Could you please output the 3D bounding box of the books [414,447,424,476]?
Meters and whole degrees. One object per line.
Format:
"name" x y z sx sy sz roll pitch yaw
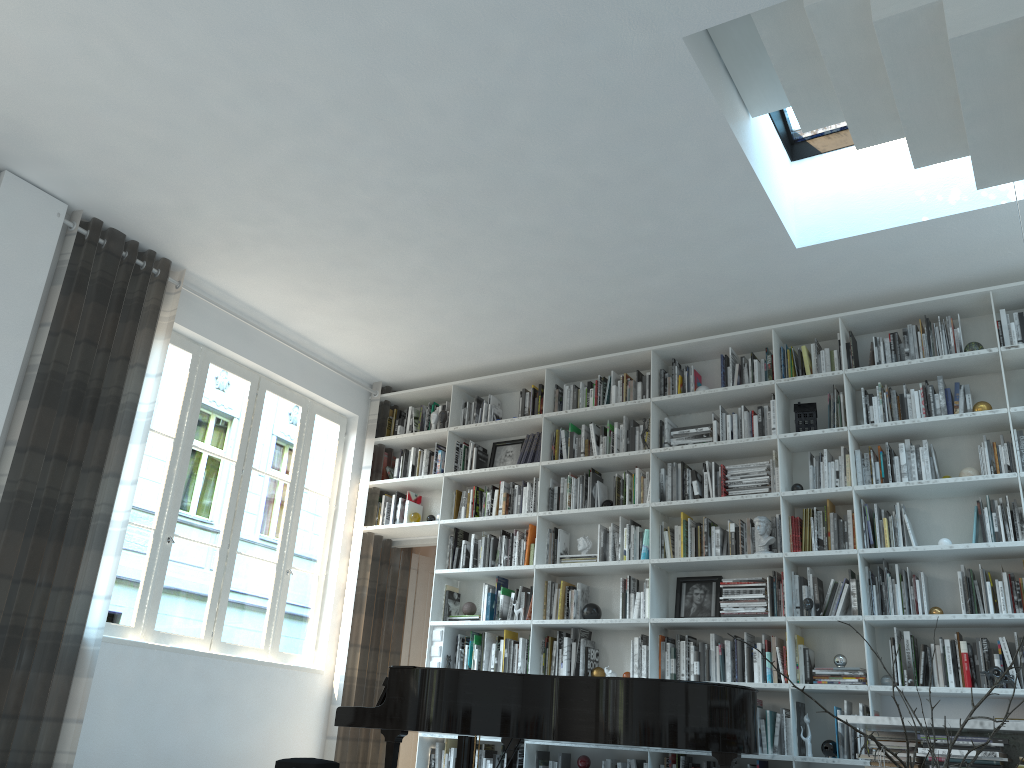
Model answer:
"books" -0.725 0.672 7.137 0.037 0.290 0.156 -9 -25 30

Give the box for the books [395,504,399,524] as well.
"books" -0.859 1.071 7.039 0.024 0.192 0.181 -9 -25 30

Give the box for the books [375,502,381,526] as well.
"books" -1.034 1.084 7.147 0.013 0.227 0.179 -9 -25 30

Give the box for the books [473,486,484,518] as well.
"books" -0.239 0.925 6.690 0.011 0.276 0.164 -9 -25 30

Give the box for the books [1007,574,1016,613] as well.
"books" 2.668 1.141 4.727 0.016 0.230 0.138 -9 -25 30

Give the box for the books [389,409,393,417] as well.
"books" -1.006 0.376 7.451 0.012 0.306 0.181 -9 -25 30

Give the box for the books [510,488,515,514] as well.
"books" 0.038 0.902 6.527 0.013 0.231 0.172 -9 -25 30

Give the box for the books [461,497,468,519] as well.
"books" -0.323 0.975 6.718 0.026 0.194 0.176 -9 -25 30

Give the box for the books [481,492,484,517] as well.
"books" -0.180 0.946 6.669 0.012 0.229 0.150 -9 -25 30

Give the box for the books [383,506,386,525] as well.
"books" -0.971 1.091 7.113 0.029 0.196 0.161 -9 -25 30

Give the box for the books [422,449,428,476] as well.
"books" -0.655 0.669 7.079 0.025 0.260 0.167 -9 -25 30

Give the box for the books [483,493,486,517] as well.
"books" -0.166 0.942 6.641 0.014 0.217 0.164 -9 -25 30

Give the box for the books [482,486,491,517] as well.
"books" -0.170 0.921 6.669 0.012 0.276 0.151 -9 -25 30

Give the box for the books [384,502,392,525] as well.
"books" -0.958 1.075 7.102 0.010 0.219 0.182 -9 -25 30

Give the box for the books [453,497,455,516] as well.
"books" -0.397 0.978 6.786 0.022 0.231 0.151 -9 -25 30

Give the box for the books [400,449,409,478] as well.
"books" -0.829 0.687 7.179 0.023 0.281 0.186 -9 -25 30

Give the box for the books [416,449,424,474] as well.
"books" -0.708 0.676 7.114 0.013 0.267 0.162 -9 -25 30

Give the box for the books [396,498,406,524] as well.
"books" -0.839 1.039 7.017 0.021 0.236 0.189 -9 -25 30

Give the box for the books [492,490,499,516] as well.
"books" -0.087 0.924 6.610 0.047 0.237 0.163 -9 -25 30

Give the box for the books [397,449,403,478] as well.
"books" -0.874 0.696 7.228 0.012 0.295 0.163 -9 -25 30

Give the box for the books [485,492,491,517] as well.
"books" -0.137 0.938 6.624 0.031 0.216 0.173 -9 -25 30

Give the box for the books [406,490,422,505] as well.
"books" -0.786 1.012 7.022 0.013 0.297 0.179 -9 -25 30

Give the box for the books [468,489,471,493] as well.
"books" -0.297 0.947 6.734 0.010 0.261 0.151 -9 -25 30

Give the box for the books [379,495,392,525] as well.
"books" -0.994 1.053 7.136 0.023 0.280 0.171 -9 -25 30

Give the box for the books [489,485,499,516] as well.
"books" -0.114 0.911 6.628 0.014 0.271 0.181 -9 -25 30

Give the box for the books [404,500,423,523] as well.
"books" -0.778 1.044 6.984 0.029 0.210 0.188 -9 -25 30

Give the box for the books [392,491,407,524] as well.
"books" -0.879 1.021 7.057 0.013 0.296 0.188 -9 -25 30

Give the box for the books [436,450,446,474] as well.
"books" -0.524 0.660 6.991 0.029 0.228 0.192 -9 -25 30

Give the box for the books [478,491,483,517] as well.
"books" -0.207 0.940 6.684 0.047 0.248 0.134 -9 -25 30

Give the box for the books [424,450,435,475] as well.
"books" -0.632 0.670 7.063 0.030 0.250 0.166 -9 -25 30

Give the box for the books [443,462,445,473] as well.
"books" -0.485 0.681 6.993 0.029 0.195 0.147 -9 -25 30

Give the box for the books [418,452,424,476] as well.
"books" -0.684 0.683 7.095 0.022 0.243 0.174 -9 -25 30

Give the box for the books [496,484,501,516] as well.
"books" -0.052 0.896 6.579 0.023 0.270 0.187 -9 -25 30

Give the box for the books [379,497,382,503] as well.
"books" -1.049 1.061 7.153 0.011 0.271 0.189 -9 -25 30

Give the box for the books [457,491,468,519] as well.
"books" -0.347 0.961 6.770 0.062 0.257 0.153 -9 -25 30

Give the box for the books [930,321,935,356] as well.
"books" 2.561 -0.217 5.374 0.006 0.288 0.156 -9 -25 30

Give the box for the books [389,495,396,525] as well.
"books" -0.913 1.043 7.097 0.022 0.280 0.157 -9 -25 30

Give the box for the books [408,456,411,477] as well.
"books" -0.776 0.707 7.163 0.024 0.238 0.156 -9 -25 30

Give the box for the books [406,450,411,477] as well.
"books" -0.796 0.688 7.186 0.028 0.287 0.133 -9 -25 30

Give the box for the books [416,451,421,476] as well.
"books" -0.698 0.683 7.104 0.012 0.248 0.192 -9 -25 30

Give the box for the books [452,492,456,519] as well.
"books" -0.407 0.974 6.806 0.012 0.253 0.161 -9 -25 30

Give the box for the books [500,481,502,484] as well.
"books" -0.057 0.890 6.609 0.014 0.302 0.152 -9 -25 30

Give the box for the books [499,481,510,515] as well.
"books" -0.031 0.884 6.564 0.030 0.284 0.186 -9 -25 30

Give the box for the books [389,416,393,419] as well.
"books" -0.991 0.410 7.443 0.011 0.240 0.151 -9 -25 30

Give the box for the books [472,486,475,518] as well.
"books" -0.247 0.930 6.707 0.020 0.279 0.165 -9 -25 30

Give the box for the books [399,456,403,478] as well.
"books" -0.848 0.717 7.185 0.023 0.227 0.172 -9 -25 30

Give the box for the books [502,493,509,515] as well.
"books" -0.011 0.920 6.530 0.029 0.194 0.192 -9 -25 30

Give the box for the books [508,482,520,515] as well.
"books" 0.029 0.884 6.555 0.025 0.285 0.161 -9 -25 30

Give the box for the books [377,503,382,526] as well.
"books" -1.023 1.085 7.140 0.013 0.221 0.163 -9 -25 30

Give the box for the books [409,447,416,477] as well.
"books" -0.760 0.671 7.135 0.021 0.284 0.179 -9 -25 30

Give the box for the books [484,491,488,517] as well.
"books" -0.152 0.938 6.642 0.011 0.228 0.171 -9 -25 30

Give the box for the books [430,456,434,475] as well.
"books" -0.599 0.690 7.056 0.028 0.211 0.139 -9 -25 30

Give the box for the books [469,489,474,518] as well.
"books" -0.264 0.944 6.706 0.014 0.251 0.187 -9 -25 30

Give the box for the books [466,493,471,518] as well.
"books" -0.283 0.958 6.714 0.030 0.229 0.172 -9 -25 30

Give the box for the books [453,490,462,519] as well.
"books" -0.386 0.958 6.777 0.012 0.262 0.181 -9 -25 30

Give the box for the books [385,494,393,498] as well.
"books" -0.997 1.054 7.166 0.013 0.301 0.135 -9 -25 30

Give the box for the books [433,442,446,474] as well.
"books" -0.562 0.635 7.036 0.012 0.302 0.189 -9 -25 30

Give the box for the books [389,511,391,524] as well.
"books" -0.929 1.097 7.105 0.029 0.184 0.135 -9 -25 30
